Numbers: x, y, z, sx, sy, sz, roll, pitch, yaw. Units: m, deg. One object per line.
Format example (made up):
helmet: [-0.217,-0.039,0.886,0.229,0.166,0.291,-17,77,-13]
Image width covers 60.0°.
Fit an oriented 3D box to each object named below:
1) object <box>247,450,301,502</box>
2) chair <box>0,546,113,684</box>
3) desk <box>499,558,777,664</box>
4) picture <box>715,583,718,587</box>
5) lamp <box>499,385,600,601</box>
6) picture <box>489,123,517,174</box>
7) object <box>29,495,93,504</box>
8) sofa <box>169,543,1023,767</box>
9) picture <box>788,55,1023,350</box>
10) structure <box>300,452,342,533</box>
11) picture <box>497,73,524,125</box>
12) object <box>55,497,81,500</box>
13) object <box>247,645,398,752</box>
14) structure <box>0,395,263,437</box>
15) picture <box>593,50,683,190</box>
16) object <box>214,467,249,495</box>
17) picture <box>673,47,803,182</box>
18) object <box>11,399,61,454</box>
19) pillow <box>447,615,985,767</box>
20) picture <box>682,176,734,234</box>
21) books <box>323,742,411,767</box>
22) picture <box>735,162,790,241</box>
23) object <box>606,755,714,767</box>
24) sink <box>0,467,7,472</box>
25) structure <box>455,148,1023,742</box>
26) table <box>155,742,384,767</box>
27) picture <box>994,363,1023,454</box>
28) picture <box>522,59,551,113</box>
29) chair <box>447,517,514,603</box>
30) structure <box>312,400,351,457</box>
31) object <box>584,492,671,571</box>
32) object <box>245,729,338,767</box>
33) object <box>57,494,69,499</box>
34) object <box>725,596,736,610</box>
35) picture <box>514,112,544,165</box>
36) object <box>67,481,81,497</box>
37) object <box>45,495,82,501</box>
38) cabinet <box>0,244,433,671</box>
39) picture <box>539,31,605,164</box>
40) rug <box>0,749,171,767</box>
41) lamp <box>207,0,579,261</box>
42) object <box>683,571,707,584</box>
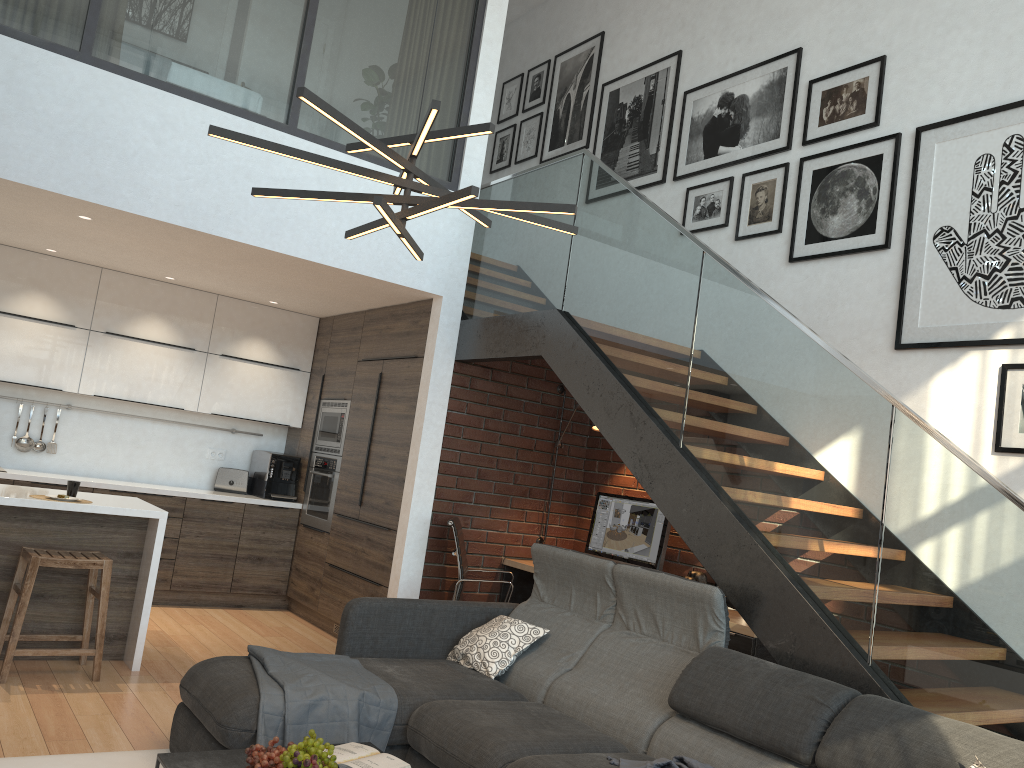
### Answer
object: [-1.954,0.755,7.325,0.274,0.378,0.532,12,-7,-34]
chair: [-2.305,1.157,4.480,0.450,0.600,0.350,12,-7,-36]
desk: [0.734,1.597,5.265,0.610,0.750,2.182,12,-7,-34]
picture: [1.295,1.116,5.121,0.049,0.329,0.279,12,-7,-34]
lamp: [0.523,0.995,5.881,1.054,2.003,0.462,3,-8,40]
picture: [-0.081,-2.169,8.196,0.025,0.410,0.333,12,-7,-34]
object: [-2.377,0.607,4.677,0.304,0.002,0.304,8,-6,-2]
sofa: [0.101,1.128,2.816,2.108,0.995,3.169,12,-7,-33]
picture: [2.176,-1.000,4.509,0.028,1.678,1.785,12,-7,-34]
structure: [-1.314,0.867,6.987,0.495,0.570,0.595,12,-7,-34]
picture: [-0.013,-2.649,8.246,0.025,0.410,0.333,12,-7,-34]
object: [-2.308,0.598,4.609,0.126,0.012,0.025,10,-6,-15]
object: [-0.774,1.275,3.448,0.548,0.369,0.685,11,-7,-26]
structure: [-3.339,0.173,6.688,3.000,0.045,0.050,12,-7,-34]
picture: [0.903,-1.903,6.661,0.025,0.990,0.871,12,-7,-34]
object: [-2.294,0.792,7.274,0.260,0.195,0.177,10,-6,-14]
picture: [1.451,-1.736,5.802,0.025,0.654,0.990,12,-7,-34]
object: [-3.515,0.319,6.558,0.320,0.389,0.069,12,-7,-32]
pillow: [0.539,1.176,3.244,0.386,0.364,2.734,12,-7,-30]
picture: [1.291,-1.172,5.866,0.025,0.333,0.410,12,-7,-34]
books: [-0.480,1.183,2.791,0.294,0.025,0.199,4,-7,35]
picture: [1.543,-1.120,5.479,0.022,0.440,0.358,12,-7,-34]
object: [0.711,1.290,2.758,0.905,0.118,0.411,4,-7,32]
sink: [-3.838,0.505,6.012,0.706,0.518,0.512,12,-7,-34]
structure: [0.844,0.447,5.017,1.289,3.460,5.660,12,-7,-34]
table: [-0.594,1.315,2.522,0.700,0.323,0.700,12,-7,-34]
picture: [2.379,0.109,3.864,0.025,0.410,0.504,12,-7,-34]
picture: [0.219,-2.650,7.907,0.025,0.410,0.333,12,-7,-34]
chair: [-0.160,1.376,5.559,0.700,0.991,0.651,8,-6,0]
structure: [-1.228,0.377,7.049,0.459,0.430,0.595,12,-7,-34]
object: [0.659,0.977,5.676,0.431,0.535,0.716,12,-7,-34]
object: [-0.629,1.060,2.508,0.256,0.173,0.279,13,-7,-36]
object: [-2.572,0.538,4.502,0.597,0.039,0.064,13,-7,-37]
object: [1.205,1.192,4.950,0.149,0.119,0.166,13,-7,-36]
picture: [0.151,-2.172,7.856,0.025,0.410,0.333,12,-7,-34]
object: [-2.363,0.570,4.767,0.066,0.093,0.066,5,-7,29]
object: [-2.349,0.599,4.644,0.176,0.014,0.176,11,-7,-29]
cabinet: [-2.682,0.318,5.719,3.495,2.401,2.401,12,-7,-34]
picture: [0.496,-2.371,7.406,0.025,0.990,0.654,12,-7,-34]
rug: [-0.785,1.470,2.558,1.606,0.013,2.496,12,-7,-34]
lamp: [-0.088,-2.253,2.931,1.200,3.645,0.831,11,-6,-24]
object: [1.061,1.180,5.240,0.149,0.160,0.252,11,-7,-25]
